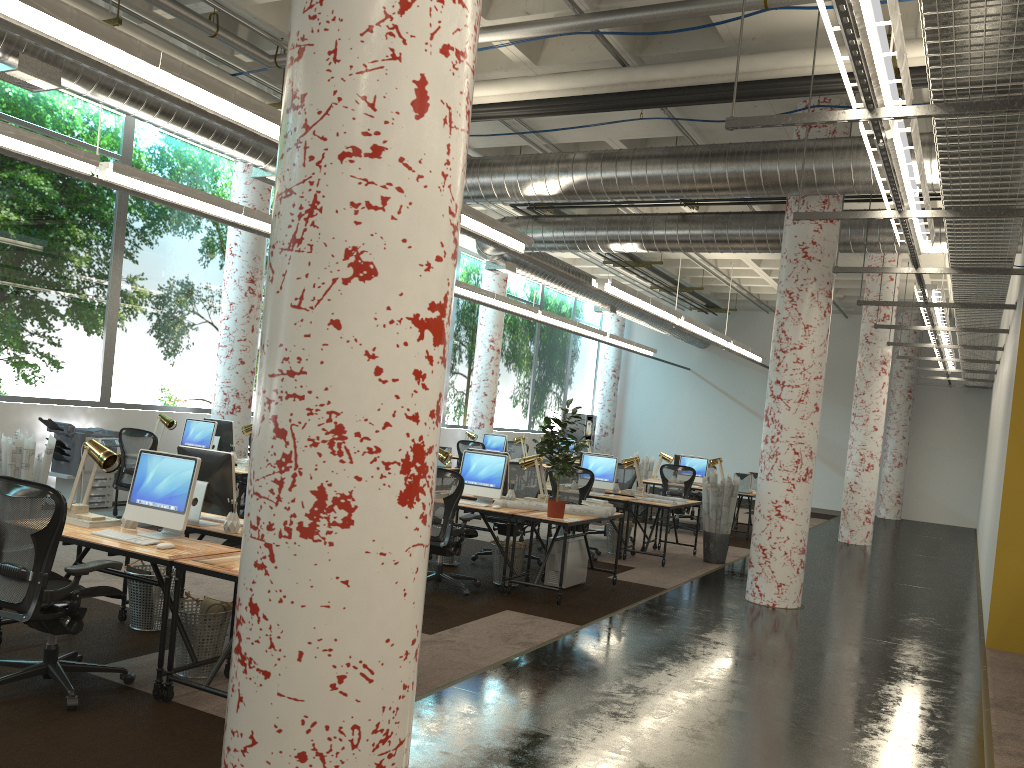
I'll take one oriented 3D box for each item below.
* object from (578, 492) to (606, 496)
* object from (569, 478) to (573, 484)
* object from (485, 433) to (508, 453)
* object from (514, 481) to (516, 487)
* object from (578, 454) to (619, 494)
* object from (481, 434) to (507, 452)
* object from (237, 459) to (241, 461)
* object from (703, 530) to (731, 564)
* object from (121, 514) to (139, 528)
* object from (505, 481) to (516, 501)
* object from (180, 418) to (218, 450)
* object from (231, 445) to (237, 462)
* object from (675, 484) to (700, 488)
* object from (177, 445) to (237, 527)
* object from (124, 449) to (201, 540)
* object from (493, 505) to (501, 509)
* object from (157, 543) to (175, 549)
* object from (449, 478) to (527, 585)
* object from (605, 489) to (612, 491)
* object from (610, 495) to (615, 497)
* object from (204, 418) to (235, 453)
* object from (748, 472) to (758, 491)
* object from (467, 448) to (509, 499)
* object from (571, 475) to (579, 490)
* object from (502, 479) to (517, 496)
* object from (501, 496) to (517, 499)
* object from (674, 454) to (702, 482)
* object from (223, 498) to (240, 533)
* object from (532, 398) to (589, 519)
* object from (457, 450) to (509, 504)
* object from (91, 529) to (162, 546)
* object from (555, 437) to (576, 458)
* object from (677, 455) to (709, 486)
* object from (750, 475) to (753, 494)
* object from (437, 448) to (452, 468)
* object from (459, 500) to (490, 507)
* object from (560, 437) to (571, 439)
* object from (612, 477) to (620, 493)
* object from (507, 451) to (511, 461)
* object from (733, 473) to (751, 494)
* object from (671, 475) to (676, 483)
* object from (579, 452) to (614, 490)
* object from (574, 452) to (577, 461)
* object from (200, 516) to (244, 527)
[{"bbox_3d":[0.956,1.365,11.108,0.438,0.017,0.119,5,-2,27],"label":"object"},{"bbox_3d":[1.394,2.205,19.308,0.358,0.435,0.354,6,0,24],"label":"object"},{"bbox_3d":[-0.323,1.208,17.115,0.482,0.486,0.190,5,1,28],"label":"object"},{"bbox_3d":[-0.061,1.980,16.493,0.234,0.403,0.120,6,1,28],"label":"object"},{"bbox_3d":[1.104,1.152,11.288,0.482,0.486,0.190,5,1,28],"label":"object"},{"bbox_3d":[-0.335,1.187,16.525,0.482,0.486,0.190,5,1,28],"label":"object"},{"bbox_3d":[-3.492,0.925,10.995,0.438,0.017,0.119,5,-2,27],"label":"object"},{"bbox_3d":[2.594,2.081,11.277,0.353,0.399,0.352,6,0,-17],"label":"object"},{"bbox_3d":[-2.282,0.756,5.311,0.101,0.209,0.101,5,1,-17],"label":"object"},{"bbox_3d":[-0.007,1.078,8.860,0.101,0.209,0.101,5,1,-17],"label":"object"},{"bbox_3d":[-3.607,0.653,10.215,0.482,0.486,0.190,5,1,28],"label":"object"},{"bbox_3d":[-3.338,0.831,10.599,0.101,0.209,0.101,5,1,-17],"label":"object"},{"bbox_3d":[2.874,1.671,14.594,0.438,0.017,0.119,5,-2,27],"label":"object"},{"bbox_3d":[-1.986,0.659,5.689,0.482,0.486,0.190,5,1,28],"label":"object"},{"bbox_3d":[-1.998,0.638,5.100,0.482,0.486,0.190,5,1,28],"label":"object"},{"bbox_3d":[-0.137,1.129,8.138,0.059,0.029,0.106,5,-2,29],"label":"object"},{"bbox_3d":[-1.859,0.868,4.761,0.059,0.029,0.106,5,-2,29],"label":"object"},{"bbox_3d":[-0.254,1.407,8.553,0.846,0.934,0.105,5,1,23],"label":"object"},{"bbox_3d":[1.218,1.423,12.068,0.438,0.017,0.119,5,-2,27],"label":"object"},{"bbox_3d":[1.243,1.381,10.950,0.059,0.029,0.106,5,-2,29],"label":"object"},{"bbox_3d":[-3.595,0.674,10.805,0.482,0.486,0.190,5,1,28],"label":"object"},{"bbox_3d":[4.139,1.669,15.066,0.280,0.302,0.150,5,0,28],"label":"object"},{"bbox_3d":[-0.264,0.921,9.066,0.482,0.486,0.190,5,1,28],"label":"object"},{"bbox_3d":[0.820,1.270,11.500,0.101,0.209,0.101,5,1,-17],"label":"object"},{"bbox_3d":[-1.010,1.831,15.201,0.365,0.437,3.419,6,-2,37],"label":"object"},{"bbox_3d":[-0.162,1.171,9.256,0.438,0.017,0.119,5,-2,27],"label":"object"},{"bbox_3d":[3.034,1.479,15.364,0.482,0.486,0.190,5,1,28],"label":"object"},{"bbox_3d":[-1.729,0.816,5.483,0.101,0.209,0.101,5,1,-17],"label":"object"},{"bbox_3d":[0.413,0.650,7.872,0.513,1.078,0.439,6,1,18],"label":"object"},{"bbox_3d":[-0.276,0.899,8.477,0.482,0.486,0.190,5,1,28],"label":"object"},{"bbox_3d":[-2.146,0.852,4.919,0.438,0.017,0.119,5,-2,27],"label":"object"},{"bbox_3d":[1.159,1.431,19.408,0.482,0.486,0.190,5,1,28],"label":"object"},{"bbox_3d":[3.022,1.458,14.775,0.482,0.486,0.190,5,1,28],"label":"object"},{"bbox_3d":[3.742,1.604,14.300,0.280,0.302,0.150,5,0,28],"label":"object"},{"bbox_3d":[-1.052,1.099,13.279,0.280,0.302,0.150,5,0,28],"label":"object"},{"bbox_3d":[-0.424,1.113,8.296,0.438,0.017,0.119,5,-2,27],"label":"object"},{"bbox_3d":[1.172,1.452,19.998,0.482,0.486,0.190,5,1,28],"label":"object"},{"bbox_3d":[1.373,1.330,11.672,0.101,0.209,0.101,5,1,-17],"label":"object"},{"bbox_3d":[-0.066,1.365,16.909,0.101,0.209,0.101,5,1,-17],"label":"object"},{"bbox_3d":[3.674,1.593,14.168,0.280,0.302,0.150,5,0,28],"label":"object"},{"bbox_3d":[2.738,1.576,14.987,0.101,0.209,0.101,5,1,-17],"label":"object"},{"bbox_3d":[1.116,1.173,11.878,0.482,0.486,0.190,5,1,28],"label":"object"},{"bbox_3d":[1.429,1.609,19.791,0.101,0.209,0.101,5,1,-17],"label":"object"},{"bbox_3d":[-1.884,0.910,5.879,0.438,0.017,0.119,5,-2,27],"label":"object"}]
